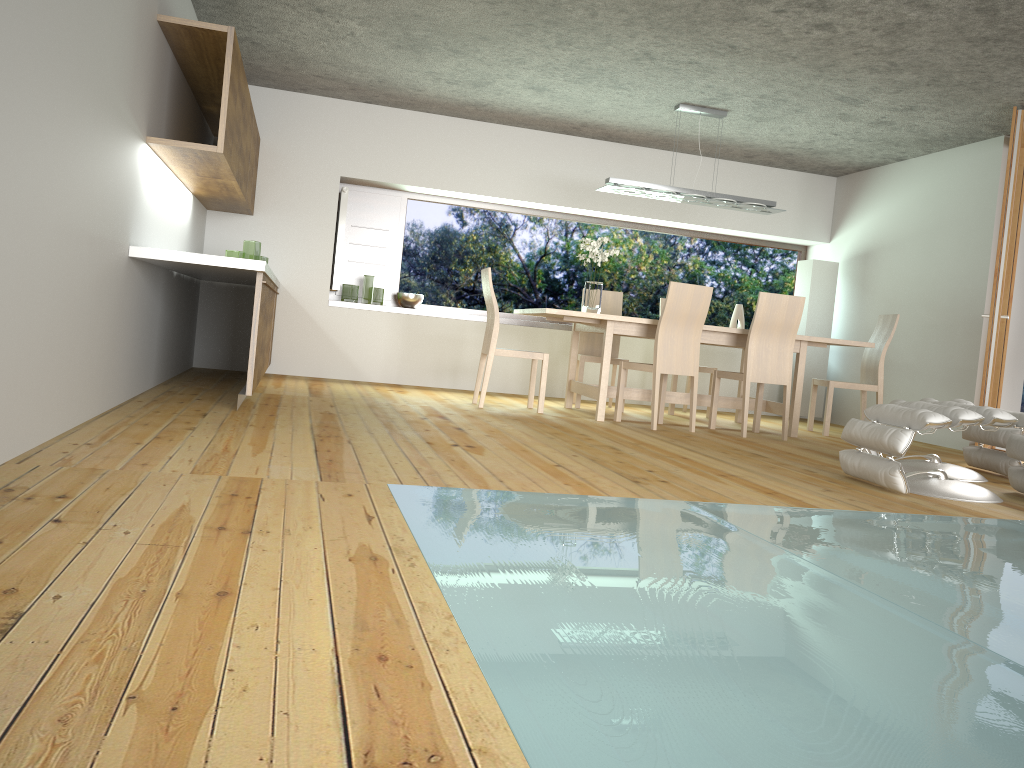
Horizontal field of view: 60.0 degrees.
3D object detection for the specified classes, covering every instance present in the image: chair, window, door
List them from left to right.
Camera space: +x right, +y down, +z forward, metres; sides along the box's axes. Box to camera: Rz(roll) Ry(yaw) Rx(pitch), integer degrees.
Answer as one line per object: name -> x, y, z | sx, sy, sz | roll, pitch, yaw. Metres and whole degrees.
chair -> -0.005, -0.327, 6.618 | 0.506, 1.016, 0.405 | 5, 2, -11
chair -> 0.761, -0.303, 7.558 | 0.404, 1.016, 0.507 | 6, 2, -3
window -> 0.977, -1.091, 8.875 | 4.184, 0.977, 0.012 | 5, 2, -14
chair -> 1.076, -0.200, 6.292 | 0.404, 1.016, 0.507 | 5, 2, -25
chair -> 1.534, -0.244, 7.891 | 0.404, 1.016, 0.507 | 5, 2, -15
chair -> 1.768, -0.136, 6.400 | 0.404, 1.016, 0.507 | 5, 2, -14
chair -> 2.766, -0.081, 7.198 | 0.506, 1.016, 0.404 | 6, 2, -1
door -> 3.554, -0.678, 6.435 | 0.163, 2.416, 0.934 | 7, 2, 31
chair -> 3.328, 0.102, 5.381 | 0.913, 0.968, 0.570 | 6, 2, -4
chair -> 2.960, 0.129, 4.244 | 0.914, 0.968, 0.570 | 6, 2, 11

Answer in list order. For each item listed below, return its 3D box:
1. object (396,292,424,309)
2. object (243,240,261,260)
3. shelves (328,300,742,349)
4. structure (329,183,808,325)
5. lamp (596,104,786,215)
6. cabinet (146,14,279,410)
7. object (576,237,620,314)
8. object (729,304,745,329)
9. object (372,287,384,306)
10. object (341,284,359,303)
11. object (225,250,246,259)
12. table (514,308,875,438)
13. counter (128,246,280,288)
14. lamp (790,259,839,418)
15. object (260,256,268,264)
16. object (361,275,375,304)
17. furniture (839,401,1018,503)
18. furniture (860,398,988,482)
object -> -0.945, -0.763, 8.169 | 0.247, 0.137, 0.247 | 7, 3, 21
object -> -1.970, -0.950, 6.692 | 0.099, 0.259, 0.099 | 6, 2, 11
shelves -> 0.690, -0.527, 8.591 | 4.867, 0.054, 0.404 | 5, 3, -14
structure -> 0.737, -1.069, 8.598 | 4.872, 1.153, 0.526 | 5, 2, -14
lamp -> 1.440, -1.789, 6.930 | 1.489, 0.719, 0.290 | 5, 2, -14
cabinet -> -1.955, -0.992, 6.134 | 0.655, 2.002, 3.097 | 5, 3, -14
object -> 0.634, -0.826, 6.739 | 0.304, 0.607, 0.302 | 5, 2, -10
object -> 2.263, -0.607, 8.900 | 0.153, 0.384, 0.153 | 5, 2, -17
object -> -1.250, -0.804, 8.149 | 0.111, 0.160, 0.112 | 5, 2, -29
object -> -1.465, -0.819, 8.023 | 0.111, 0.160, 0.112 | 7, 2, 26
object -> -2.036, -0.899, 6.522 | 0.111, 0.160, 0.112 | 6, 2, 11
table -> 1.310, -0.080, 6.906 | 2.499, 0.755, 1.202 | 5, 3, -11
counter -> -1.957, -0.757, 6.047 | 0.652, 0.054, 3.291 | 5, 3, -14
lamp -> 2.899, -0.441, 8.624 | 0.280, 1.499, 0.280 | 5, 2, -14
object -> -1.973, -0.914, 6.889 | 0.112, 0.160, 0.111 | 6, 2, 11
object -> -1.298, -0.849, 7.999 | 0.099, 0.259, 0.099 | 5, 2, -9
furniture -> 2.040, 0.299, 4.310 | 0.686, 0.439, 0.570 | 5, 3, -7
furniture -> 2.395, 0.288, 5.128 | 0.687, 0.439, 0.569 | 7, 3, 22
